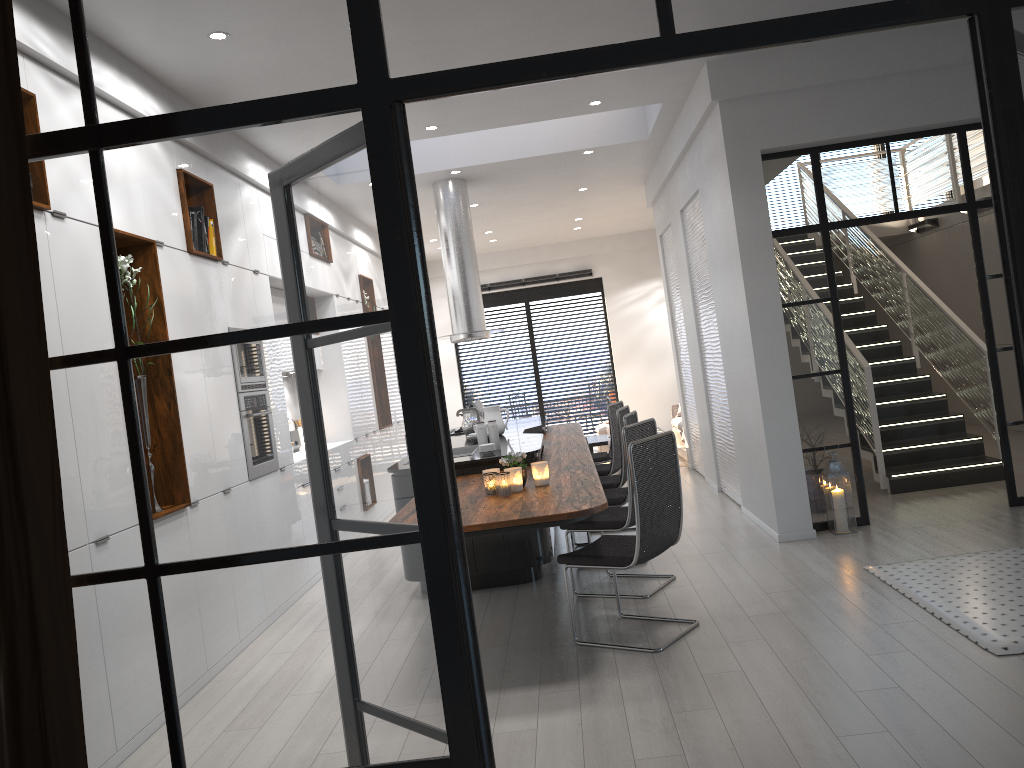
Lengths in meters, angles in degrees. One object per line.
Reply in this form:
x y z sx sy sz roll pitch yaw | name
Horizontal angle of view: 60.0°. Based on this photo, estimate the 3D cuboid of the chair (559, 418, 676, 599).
0.625 0.761 5.524 0.536 1.018 0.471 -8 0 33 | chair

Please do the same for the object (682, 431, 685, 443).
2.450 0.474 10.819 0.722 0.493 0.711 -8 1 -1 | object

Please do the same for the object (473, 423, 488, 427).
-0.250 0.361 7.309 0.138 0.051 0.138 -8 1 -17 | object

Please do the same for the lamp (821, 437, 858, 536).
2.255 0.700 6.159 0.148 0.665 0.157 -8 0 3 | lamp

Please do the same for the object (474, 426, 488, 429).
-0.247 0.378 7.309 0.138 0.051 0.138 -8 1 -17 | object

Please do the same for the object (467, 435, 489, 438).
-0.240 0.433 7.309 0.264 0.033 0.265 -7 2 40 | object

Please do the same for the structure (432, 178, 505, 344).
-0.517 -1.211 8.827 0.695 1.609 1.043 -8 0 2 | structure

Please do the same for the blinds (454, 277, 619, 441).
0.404 -0.262 14.884 2.584 2.720 0.358 -8 0 3 | blinds

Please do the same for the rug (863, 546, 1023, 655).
3.148 0.936 4.378 2.275 0.020 1.585 -8 1 3 | rug

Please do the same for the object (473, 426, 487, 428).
-0.248 0.372 7.309 0.138 0.051 0.138 -8 1 -17 | object

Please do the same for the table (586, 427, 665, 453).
1.516 0.846 11.707 1.000 0.350 1.000 -8 1 3 | table

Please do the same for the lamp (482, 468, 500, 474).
-0.105 0.527 4.809 0.095 0.124 0.096 -8 0 20 | lamp

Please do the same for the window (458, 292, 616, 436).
3.240 -1.937 15.077 8.565 5.062 0.462 -8 0 2 | window

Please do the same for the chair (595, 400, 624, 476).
0.737 0.697 7.873 0.536 1.018 0.471 -8 0 23 | chair

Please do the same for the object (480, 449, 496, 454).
-0.167 0.466 6.096 0.111 0.023 0.111 -8 1 15 | object

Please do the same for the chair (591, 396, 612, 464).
0.776 0.671 8.835 0.536 1.018 0.471 -8 0 3 | chair

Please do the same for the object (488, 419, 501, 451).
-0.128 0.358 6.248 0.071 0.219 0.071 -8 0 29 | object

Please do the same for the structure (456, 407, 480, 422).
-0.307 0.332 6.475 0.177 0.310 0.089 -8 0 3 | structure

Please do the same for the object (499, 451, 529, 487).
0.021 0.467 4.869 0.151 0.206 0.157 -8 0 20 | object

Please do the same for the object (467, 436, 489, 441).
-0.238 0.446 7.309 0.264 0.033 0.265 -7 2 40 | object

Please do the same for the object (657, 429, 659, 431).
1.832 0.613 11.565 0.281 0.032 0.534 -8 1 16 | object

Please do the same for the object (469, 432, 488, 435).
-0.243 0.409 7.309 0.229 0.016 0.229 -8 1 0 | object

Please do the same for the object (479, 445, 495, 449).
-0.170 0.440 6.096 0.111 0.023 0.111 -8 1 15 | object

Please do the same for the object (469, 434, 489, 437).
-0.241 0.422 7.308 0.229 0.016 0.229 -8 1 0 | object

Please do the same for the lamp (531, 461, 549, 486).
0.157 0.490 4.839 0.095 0.124 0.096 -8 0 36 | lamp

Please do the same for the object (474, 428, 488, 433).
-0.246 0.389 7.309 0.138 0.051 0.138 -8 1 -17 | object

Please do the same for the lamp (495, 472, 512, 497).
-0.041 0.525 4.634 0.078 0.120 0.078 -8 0 -14 | lamp

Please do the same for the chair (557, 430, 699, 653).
0.566 0.789 4.588 0.536 1.018 0.471 -8 0 38 | chair

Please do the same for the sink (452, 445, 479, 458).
-0.482 0.585 6.511 0.485 0.152 0.738 -8 1 3 | sink

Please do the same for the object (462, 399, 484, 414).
-0.381 0.265 8.802 0.249 0.212 0.256 -7 1 38 | object

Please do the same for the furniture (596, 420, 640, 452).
1.586 0.756 12.907 0.699 0.460 0.700 -8 1 3 | furniture

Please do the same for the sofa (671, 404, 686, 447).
2.618 0.460 11.442 0.898 0.825 2.094 -8 1 3 | sofa

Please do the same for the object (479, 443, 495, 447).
-0.172 0.427 6.096 0.111 0.023 0.111 -8 1 15 | object

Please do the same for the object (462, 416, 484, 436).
-0.345 0.376 7.934 0.211 0.174 0.211 -8 1 10 | object

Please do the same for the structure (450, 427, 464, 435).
-0.376 0.438 8.805 0.501 0.026 0.812 -8 1 3 | structure

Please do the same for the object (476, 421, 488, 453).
-0.210 0.370 6.243 0.071 0.219 0.071 -8 0 -33 | object

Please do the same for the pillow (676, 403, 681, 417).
2.677 0.257 11.480 0.590 0.392 2.028 -8 1 -8 | pillow

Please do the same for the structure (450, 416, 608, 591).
-0.061 0.898 6.709 1.377 0.887 5.642 -8 1 3 | structure

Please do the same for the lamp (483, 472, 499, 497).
-0.109 0.533 4.703 0.078 0.120 0.078 -8 0 -14 | lamp

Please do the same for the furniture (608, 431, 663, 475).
1.537 0.811 10.593 0.699 0.460 0.699 -8 1 -2 | furniture

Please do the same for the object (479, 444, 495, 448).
-0.171 0.434 6.096 0.111 0.023 0.111 -8 1 15 | object

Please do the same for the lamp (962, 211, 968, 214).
5.113 -1.942 9.727 0.152 0.124 0.568 -8 1 3 | lamp

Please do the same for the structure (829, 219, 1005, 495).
4.071 -1.092 9.100 2.393 3.602 5.803 -8 1 3 | structure

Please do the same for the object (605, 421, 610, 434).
1.582 0.629 12.855 0.417 0.355 0.761 -8 1 11 | object

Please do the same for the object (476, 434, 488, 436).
-0.242 0.418 7.308 0.229 0.016 0.229 -8 1 0 | object

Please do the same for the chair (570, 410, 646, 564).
0.660 0.739 6.342 0.536 1.018 0.471 -8 0 18 | chair

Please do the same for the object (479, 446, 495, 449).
-0.169 0.446 6.096 0.111 0.023 0.111 -8 1 15 | object

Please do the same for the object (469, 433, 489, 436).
-0.243 0.413 7.309 0.229 0.016 0.229 -8 1 0 | object

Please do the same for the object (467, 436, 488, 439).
-0.239 0.440 7.309 0.264 0.033 0.265 -7 2 40 | object

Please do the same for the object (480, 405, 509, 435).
-0.147 0.315 7.584 0.211 0.254 0.183 -8 0 37 | object

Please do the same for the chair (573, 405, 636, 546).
0.698 0.719 7.060 0.536 1.018 0.471 -8 0 18 | chair

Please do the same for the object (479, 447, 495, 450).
-0.168 0.453 6.096 0.111 0.023 0.111 -8 1 15 | object

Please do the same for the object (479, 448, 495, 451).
-0.167 0.459 6.096 0.111 0.023 0.111 -8 1 15 | object

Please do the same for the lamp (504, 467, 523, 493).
0.012 0.512 4.731 0.095 0.124 0.095 -8 0 -4 | lamp

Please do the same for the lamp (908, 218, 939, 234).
5.189 -1.983 11.185 0.152 0.124 0.568 -8 1 3 | lamp

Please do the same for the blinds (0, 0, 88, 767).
-1.258 0.074 1.739 0.810 3.045 0.255 -8 0 2 | blinds

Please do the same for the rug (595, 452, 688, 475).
1.401 1.026 11.770 1.623 0.020 2.520 -8 1 3 | rug

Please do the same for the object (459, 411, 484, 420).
-0.362 0.349 8.805 0.253 0.147 0.265 -9 1 -44 | object
